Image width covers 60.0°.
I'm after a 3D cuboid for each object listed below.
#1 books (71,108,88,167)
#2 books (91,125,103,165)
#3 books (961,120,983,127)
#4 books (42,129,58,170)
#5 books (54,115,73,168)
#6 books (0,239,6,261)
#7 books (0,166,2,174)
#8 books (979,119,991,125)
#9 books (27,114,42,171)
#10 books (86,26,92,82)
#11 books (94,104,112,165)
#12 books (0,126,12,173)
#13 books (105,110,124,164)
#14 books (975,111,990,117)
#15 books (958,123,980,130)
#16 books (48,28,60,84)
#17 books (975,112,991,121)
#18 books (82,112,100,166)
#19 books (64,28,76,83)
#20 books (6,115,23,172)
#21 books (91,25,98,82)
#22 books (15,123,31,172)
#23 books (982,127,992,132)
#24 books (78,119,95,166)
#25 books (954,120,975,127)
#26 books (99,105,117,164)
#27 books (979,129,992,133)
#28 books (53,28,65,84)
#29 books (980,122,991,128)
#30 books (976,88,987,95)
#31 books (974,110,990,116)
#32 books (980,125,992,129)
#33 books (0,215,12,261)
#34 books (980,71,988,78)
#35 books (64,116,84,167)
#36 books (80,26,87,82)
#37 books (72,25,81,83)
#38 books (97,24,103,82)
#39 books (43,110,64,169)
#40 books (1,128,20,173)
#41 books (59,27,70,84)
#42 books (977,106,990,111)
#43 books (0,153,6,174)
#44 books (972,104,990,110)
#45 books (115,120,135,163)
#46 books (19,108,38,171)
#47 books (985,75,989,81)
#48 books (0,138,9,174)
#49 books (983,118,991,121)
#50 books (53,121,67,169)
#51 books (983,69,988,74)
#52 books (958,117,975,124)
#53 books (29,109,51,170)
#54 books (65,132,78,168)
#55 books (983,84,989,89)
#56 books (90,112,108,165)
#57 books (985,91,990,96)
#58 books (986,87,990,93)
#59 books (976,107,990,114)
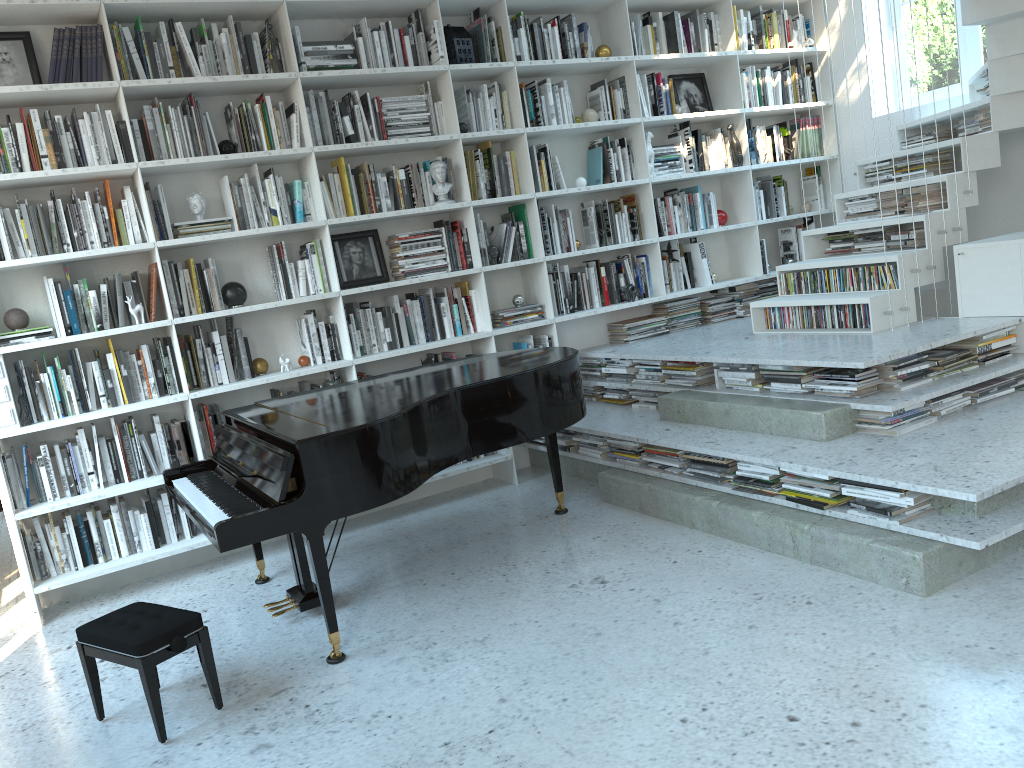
[{"bbox_3d":[-2.035,-1.133,4.175,0.012,0.281,0.188,-14,10,-27],"label":"books"},{"bbox_3d":[-1.977,-1.111,4.218,0.013,0.206,0.172,-14,10,-27],"label":"books"},{"bbox_3d":[2.674,-1.481,4.987,0.161,0.012,0.253,-10,8,-3],"label":"books"},{"bbox_3d":[-2.139,-1.062,4.106,0.029,0.196,0.192,-14,10,-27],"label":"books"},{"bbox_3d":[-2.101,-1.110,4.158,0.029,0.261,0.157,-14,10,-27],"label":"books"},{"bbox_3d":[-2.354,-0.640,4.070,0.021,0.188,0.129,-14,10,-27],"label":"books"},{"bbox_3d":[-2.345,-1.036,4.032,0.012,0.231,0.149,-14,10,-27],"label":"books"},{"bbox_3d":[2.661,-1.424,4.742,0.238,0.018,0.173,-9,8,0],"label":"books"},{"bbox_3d":[-2.198,-1.088,4.082,0.023,0.271,0.187,-14,10,-27],"label":"books"},{"bbox_3d":[-2.004,-1.520,4.194,0.078,0.286,0.174,-14,10,-27],"label":"books"},{"bbox_3d":[-1.942,-1.159,4.211,0.012,0.291,0.182,-14,10,-27],"label":"books"},{"bbox_3d":[-2.307,-1.043,4.041,0.011,0.229,0.170,-14,10,-27],"label":"books"},{"bbox_3d":[-1.905,-1.155,4.242,0.035,0.264,0.177,-14,10,-27],"label":"books"},{"bbox_3d":[2.654,-1.466,4.742,0.290,0.006,0.149,-9,8,2],"label":"books"},{"bbox_3d":[2.663,-1.468,4.988,0.170,0.010,0.233,-10,8,-7],"label":"books"},{"bbox_3d":[-2.129,-1.482,4.112,0.110,0.280,0.174,-14,10,-27],"label":"books"},{"bbox_3d":[2.653,-1.450,4.733,0.262,0.023,0.199,-9,8,0],"label":"books"},{"bbox_3d":[-1.990,-1.134,4.194,0.022,0.264,0.174,-14,10,-27],"label":"books"},{"bbox_3d":[-2.075,-1.496,4.151,0.110,0.280,0.174,-14,10,-27],"label":"books"},{"bbox_3d":[-2.272,-1.073,4.056,0.014,0.273,0.180,-14,10,-27],"label":"books"},{"bbox_3d":[-1.982,-1.524,4.200,0.078,0.286,0.174,-14,10,-27],"label":"books"},{"bbox_3d":[-2.245,-1.063,4.076,0.047,0.238,0.162,-14,10,-27],"label":"books"},{"bbox_3d":[2.666,-1.389,4.770,0.210,0.015,0.130,-9,8,0],"label":"books"},{"bbox_3d":[-2.011,-1.113,4.185,0.030,0.231,0.172,-14,10,-27],"label":"books"},{"bbox_3d":[2.659,-1.487,4.985,0.192,0.006,0.298,-10,8,-2],"label":"books"},{"bbox_3d":[-1.933,-1.162,4.229,0.022,0.290,0.169,-14,10,-27],"label":"books"},{"bbox_3d":[2.669,-1.375,4.755,0.260,0.009,0.152,-9,8,2],"label":"books"},{"bbox_3d":[-2.114,-1.487,4.131,0.110,0.280,0.174,-14,10,-27],"label":"books"},{"bbox_3d":[2.664,-1.408,4.743,0.223,0.015,0.179,-10,8,-3],"label":"books"},{"bbox_3d":[2.723,-1.644,4.924,0.226,0.013,0.283,-4,10,35],"label":"books"},{"bbox_3d":[2.653,-1.473,4.743,0.285,0.007,0.159,-9,8,-1],"label":"books"},{"bbox_3d":[2.666,-1.397,4.747,0.241,0.008,0.167,-9,8,1],"label":"books"},{"bbox_3d":[-2.331,-0.690,4.054,0.023,0.282,0.174,-14,10,-27],"label":"books"},{"bbox_3d":[2.628,-1.651,4.650,0.283,0.012,0.174,-7,9,17],"label":"books"},{"bbox_3d":[-2.062,-1.120,4.182,0.035,0.261,0.131,-14,10,-27],"label":"books"},{"bbox_3d":[-2.021,-1.515,4.179,0.078,0.286,0.174,-14,10,-27],"label":"books"},{"bbox_3d":[-2.040,-1.504,4.147,0.097,0.283,0.174,-14,10,-27],"label":"books"},{"bbox_3d":[-1.956,-1.528,4.198,0.078,0.286,0.174,-14,10,-27],"label":"books"},{"bbox_3d":[-2.136,-1.114,4.135,0.025,0.286,0.161,-14,10,-27],"label":"books"},{"bbox_3d":[-2.284,-1.041,4.046,0.031,0.217,0.173,-14,10,-27],"label":"books"},{"bbox_3d":[-2.086,-1.491,4.125,0.110,0.280,0.174,-14,10,-27],"label":"books"},{"bbox_3d":[2.650,-1.494,4.729,0.266,0.008,0.163,-10,8,-7],"label":"books"},{"bbox_3d":[-2.336,-1.061,4.030,0.012,0.278,0.150,-14,10,-27],"label":"books"},{"bbox_3d":[2.648,-1.503,4.741,0.300,0.007,0.158,-10,8,-2],"label":"books"},{"bbox_3d":[-1.856,-1.132,4.241,0.039,0.202,0.235,-14,10,-27],"label":"books"},{"bbox_3d":[-2.225,-1.101,4.088,0.014,0.304,0.151,-14,10,-27],"label":"books"},{"bbox_3d":[2.642,-1.642,4.681,0.250,0.017,0.135,-6,9,22],"label":"books"},{"bbox_3d":[-2.314,-1.034,4.030,0.014,0.218,0.164,-14,10,-27],"label":"books"},{"bbox_3d":[2.659,-1.438,4.750,0.208,0.008,0.143,-10,8,-7],"label":"books"},{"bbox_3d":[-2.110,-1.091,4.138,0.013,0.233,0.171,-14,10,-27],"label":"books"},{"bbox_3d":[2.638,-1.671,4.678,0.261,0.016,0.128,-6,9,23],"label":"books"},{"bbox_3d":[2.655,-1.497,4.983,0.182,0.016,0.198,-10,8,-6],"label":"books"},{"bbox_3d":[-2.174,-1.101,4.089,0.030,0.286,0.185,-14,10,-27],"label":"books"},{"bbox_3d":[-2.073,-1.078,4.174,0.022,0.186,0.136,-14,10,-27],"label":"books"},{"bbox_3d":[2.640,-1.597,4.665,0.256,0.010,0.163,-7,9,17],"label":"books"},{"bbox_3d":[-1.969,-1.144,4.230,0.024,0.266,0.155,-14,10,-27],"label":"books"},{"bbox_3d":[2.652,-1.563,4.686,0.247,0.015,0.142,-6,9,20],"label":"books"},{"bbox_3d":[2.644,-1.576,4.670,0.250,0.017,0.180,-6,9,22],"label":"books"},{"bbox_3d":[2.650,-1.485,4.753,0.262,0.016,0.131,-10,8,-4],"label":"books"}]
